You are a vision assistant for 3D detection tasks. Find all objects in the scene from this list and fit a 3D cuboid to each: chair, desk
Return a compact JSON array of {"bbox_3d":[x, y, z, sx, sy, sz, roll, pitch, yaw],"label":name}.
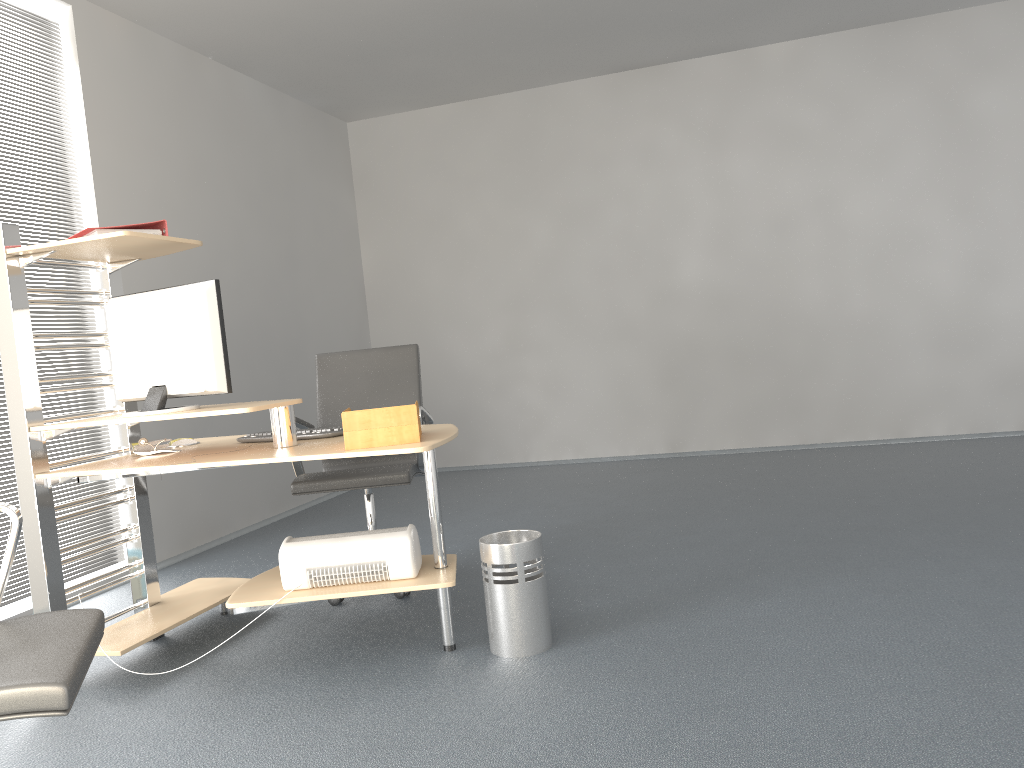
[{"bbox_3d":[-1.091,0.521,1.543,0.652,1.048,0.584,-7,3,-18],"label":"chair"},{"bbox_3d":[-0.824,0.159,3.201,1.469,1.566,0.967,-5,3,16],"label":"desk"},{"bbox_3d":[-0.637,0.370,3.880,0.584,1.048,0.652,-6,3,2],"label":"chair"}]

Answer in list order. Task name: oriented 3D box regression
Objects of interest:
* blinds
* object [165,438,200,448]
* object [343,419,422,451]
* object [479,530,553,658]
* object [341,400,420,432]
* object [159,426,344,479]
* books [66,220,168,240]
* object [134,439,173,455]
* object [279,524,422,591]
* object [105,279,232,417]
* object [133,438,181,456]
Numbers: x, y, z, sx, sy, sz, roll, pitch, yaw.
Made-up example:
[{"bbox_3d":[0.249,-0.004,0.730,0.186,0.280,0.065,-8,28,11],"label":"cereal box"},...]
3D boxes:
[{"bbox_3d":[-2.425,-0.391,3.611,0.022,2.770,1.950,-5,3,16],"label":"blinds"},{"bbox_3d":[-1.314,0.231,3.533,0.132,0.026,0.132,-5,3,16],"label":"object"},{"bbox_3d":[-0.406,0.153,2.826,0.225,0.060,0.309,-6,3,-5],"label":"object"},{"bbox_3d":[0.013,0.691,2.933,0.208,0.377,0.208,-7,3,-30],"label":"object"},{"bbox_3d":[-0.411,0.097,2.824,0.225,0.060,0.309,-6,3,-5],"label":"object"},{"bbox_3d":[-0.900,0.233,3.105,0.478,0.082,0.814,-5,3,24],"label":"object"},{"bbox_3d":[-1.388,-0.511,3.088,0.262,0.072,0.320,-8,3,-42],"label":"books"},{"bbox_3d":[-1.351,0.235,3.340,0.134,0.042,0.022,-7,3,-32],"label":"object"},{"bbox_3d":[-0.527,0.559,2.997,0.438,0.162,0.351,-6,3,0],"label":"object"},{"bbox_3d":[-1.209,-0.111,2.986,0.516,0.418,0.245,-4,3,38],"label":"object"},{"bbox_3d":[-1.302,0.224,3.247,0.159,0.064,0.054,-7,3,-17],"label":"object"}]
